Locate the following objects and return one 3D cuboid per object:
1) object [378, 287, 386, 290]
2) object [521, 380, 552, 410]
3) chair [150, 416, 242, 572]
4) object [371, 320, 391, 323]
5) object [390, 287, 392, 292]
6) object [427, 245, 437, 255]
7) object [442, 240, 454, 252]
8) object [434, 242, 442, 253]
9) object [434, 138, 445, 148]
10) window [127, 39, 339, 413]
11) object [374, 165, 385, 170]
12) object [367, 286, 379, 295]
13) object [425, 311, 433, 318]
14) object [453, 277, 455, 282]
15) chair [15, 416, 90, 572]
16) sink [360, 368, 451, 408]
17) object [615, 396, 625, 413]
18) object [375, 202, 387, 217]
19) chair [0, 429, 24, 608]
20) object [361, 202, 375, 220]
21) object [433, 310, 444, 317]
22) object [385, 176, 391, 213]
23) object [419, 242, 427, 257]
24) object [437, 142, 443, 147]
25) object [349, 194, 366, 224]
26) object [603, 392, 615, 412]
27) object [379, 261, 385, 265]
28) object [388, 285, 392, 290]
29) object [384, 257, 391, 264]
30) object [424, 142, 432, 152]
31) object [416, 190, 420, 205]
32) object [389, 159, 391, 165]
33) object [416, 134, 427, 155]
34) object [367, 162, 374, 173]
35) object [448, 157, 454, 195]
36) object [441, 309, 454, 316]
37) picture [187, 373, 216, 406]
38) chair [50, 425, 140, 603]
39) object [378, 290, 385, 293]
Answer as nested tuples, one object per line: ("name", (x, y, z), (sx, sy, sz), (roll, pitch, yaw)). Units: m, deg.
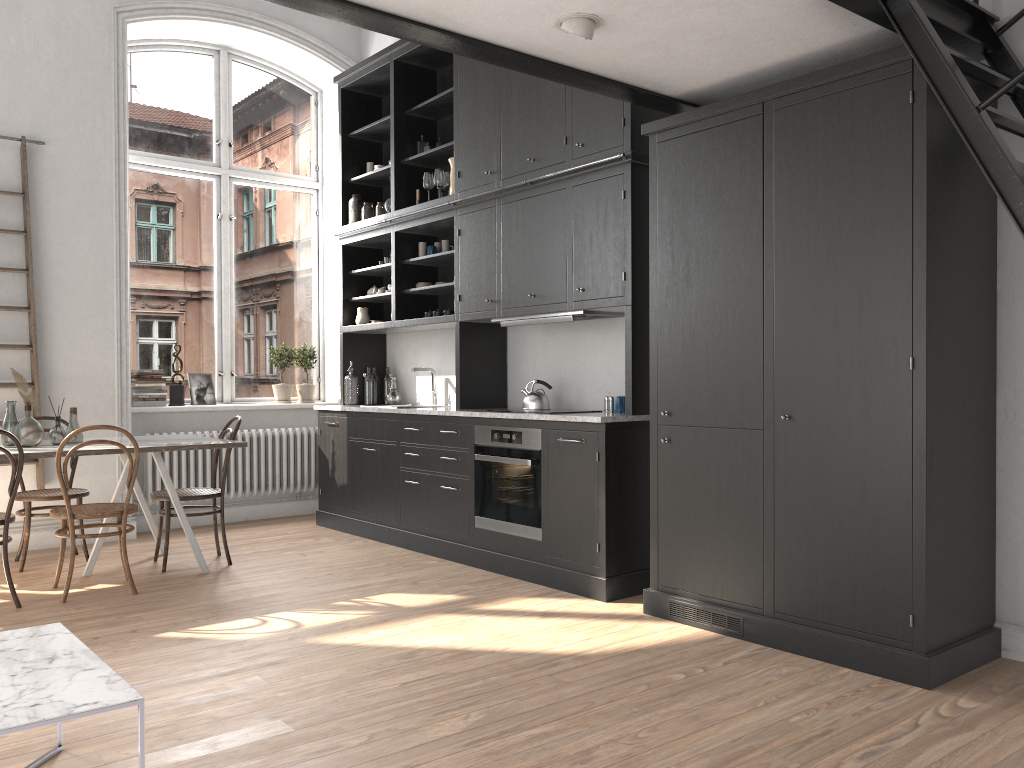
("object", (-1.027, -0.743, 6.986), (0.055, 0.047, 0.058), (0, 0, -24))
("object", (0.150, 0.066, 5.535), (0.171, 0.186, 0.171), (-1, 1, -28))
("chair", (-1.984, 0.667, 5.580), (0.549, 0.921, 0.438), (-1, 1, -26))
("object", (-1.032, -0.480, 7.003), (0.180, 0.037, 0.180), (0, 0, 36))
("object", (-0.915, -0.716, 6.802), (0.049, 0.054, 0.039), (0, 1, -13))
("object", (-0.585, -0.953, 6.450), (0.082, 0.093, 0.140), (0, 0, 16))
("object", (-0.473, -0.975, 6.442), (0.082, 0.135, 0.059), (0, 1, 34))
("object", (-0.556, -0.975, 6.554), (0.082, 0.135, 0.059), (0, 1, -11))
("object", (-0.535, -1.728, 6.559), (0.065, 0.177, 0.084), (0, 1, -17))
("window", (0.575, -5.674, 13.639), (14.384, 15.937, 26.397), (-1, 0, -39))
("object", (-1.052, -1.687, 7.065), (0.096, 0.095, 0.096), (0, 0, -5))
("object", (-1.104, -0.739, 7.126), (0.125, 0.100, 0.140), (0, 0, 32))
("object", (-0.576, -0.492, 6.302), (0.104, 0.059, 0.088), (0, 0, 40))
("object", (-0.380, -0.737, 6.136), (0.058, 0.094, 0.058), (0, 1, 0))
("chair", (-2.929, 0.672, 5.627), (0.438, 0.921, 0.549), (-1, 1, -32))
("sink", (-0.770, 0.132, 6.567), (0.514, 0.505, 0.526), (-1, 1, -39))
("object", (0.625, 0.118, 5.091), (0.082, 0.093, 0.140), (0, 1, 41))
("object", (-1.017, -1.337, 6.917), (0.096, 0.150, 0.096), (0, 1, 39))
("chair", (-2.738, 0.675, 4.470), (0.438, 0.921, 0.549), (-1, 1, -44))
("object", (-1.124, -1.340, 6.962), (0.114, 0.155, 0.114), (-1, 1, -36))
("object", (-0.511, -0.492, 6.210), (0.104, 0.059, 0.088), (0, 0, 30))
("object", (-0.884, -1.441, 6.619), (0.134, 0.357, 0.134), (0, 1, 6))
("object", (-0.654, -0.974, 6.543), (0.059, 0.135, 0.082), (0, 1, 19))
("object", (-0.521, -1.700, 6.452), (0.044, 0.121, 0.058), (0, 1, -12))
("object", (-1.229, -1.381, 7.060), (0.118, 0.238, 0.118), (0, 1, 36))
("object", (0.570, 0.107, 5.194), (0.040, 0.116, 0.080), (-1, 1, -34))
("object", (-1.005, -0.929, 6.922), (0.071, 0.047, 0.071), (0, 0, -1))
("object", (-0.939, -0.741, 6.866), (0.039, 0.055, 0.049), (0, 0, -19))
("object", (-0.958, -0.940, 6.853), (0.064, 0.069, 0.064), (0, 0, 9))
("object", (-0.612, -1.701, 6.461), (0.053, 0.125, 0.041), (0, 1, 18))
("object", (-0.686, -1.344, 6.475), (0.123, 0.161, 0.123), (-1, 1, -30))
("object", (-0.877, -1.749, 6.791), (0.132, 0.219, 0.132), (0, 1, 25))
("object", (-0.659, -1.739, 6.536), (0.084, 0.199, 0.065), (0, 1, -17))
("object", (-1.139, -1.707, 7.133), (0.059, 0.135, 0.082), (0, 1, -11))
("object", (-0.384, -1.396, 6.013), (0.094, 0.267, 0.116), (0, 1, 3))
("object", (-0.432, -0.492, 6.145), (0.104, 0.059, 0.088), (0, 0, -30))
("picture", (-2.523, 0.046, 7.151), (0.149, 0.264, 0.221), (0, 1, 35))
("chair", (-2.261, 0.671, 4.810), (0.438, 0.921, 0.549), (-1, 1, -28))
("object", (-1.027, -0.724, 6.986), (0.055, 0.033, 0.058), (0, 0, 26))
